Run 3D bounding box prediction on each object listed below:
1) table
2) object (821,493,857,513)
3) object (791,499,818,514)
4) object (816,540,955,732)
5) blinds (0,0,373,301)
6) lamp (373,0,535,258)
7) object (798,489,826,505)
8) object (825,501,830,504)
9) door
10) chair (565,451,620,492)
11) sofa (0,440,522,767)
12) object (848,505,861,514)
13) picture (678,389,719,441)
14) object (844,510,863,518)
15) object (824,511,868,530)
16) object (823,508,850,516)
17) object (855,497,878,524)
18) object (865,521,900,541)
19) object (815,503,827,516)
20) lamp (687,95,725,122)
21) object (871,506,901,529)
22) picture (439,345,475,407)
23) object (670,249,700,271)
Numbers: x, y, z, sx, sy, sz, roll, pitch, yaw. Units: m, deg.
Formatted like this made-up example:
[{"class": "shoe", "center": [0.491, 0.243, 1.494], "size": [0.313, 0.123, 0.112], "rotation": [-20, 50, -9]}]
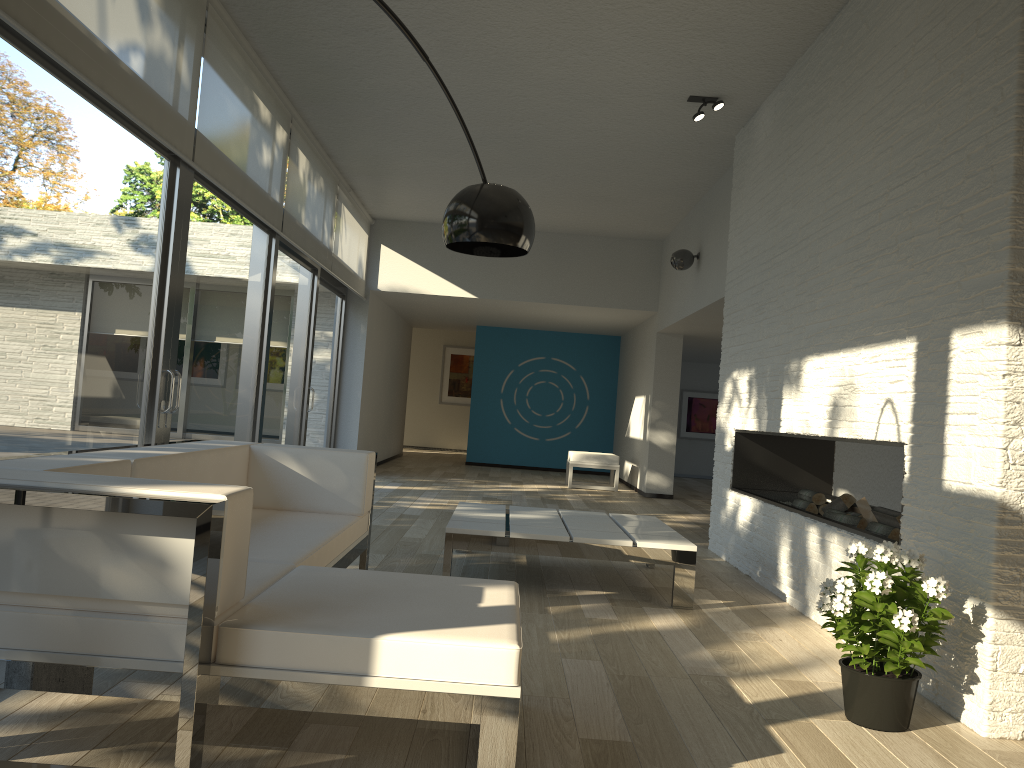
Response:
[{"class": "table", "center": [0.274, 0.910, 4.893], "size": [1.220, 0.305, 1.219], "rotation": [4, -2, 0]}, {"class": "object", "center": [1.767, 0.667, 4.797], "size": [0.093, 0.170, 0.271], "rotation": [4, -2, -2]}, {"class": "object", "center": [1.725, 0.726, 5.232], "size": [0.075, 0.074, 0.245], "rotation": [4, -2, -2]}, {"class": "object", "center": [1.176, 0.787, 2.815], "size": [0.405, 0.571, 0.430], "rotation": [3, -2, 22]}, {"class": "blinds", "center": [-1.682, -1.656, 4.777], "size": [0.056, 0.984, 11.523], "rotation": [4, -2, 0]}, {"class": "lamp", "center": [-0.596, -0.109, 2.120], "size": [0.282, 2.025, 1.752], "rotation": [2, -3, 42]}, {"class": "object", "center": [1.769, 0.665, 5.232], "size": [0.082, 0.073, 0.237], "rotation": [4, -2, -1]}, {"class": "object", "center": [1.877, 0.737, 5.229], "size": [0.082, 0.073, 0.237], "rotation": [4, -2, -1]}, {"class": "door", "center": [-0.994, -0.003, 6.555], "size": [19.440, 2.375, 22.936], "rotation": [4, -2, 0]}, {"class": "chair", "center": [1.015, 1.097, 11.251], "size": [0.611, 0.442, 0.610], "rotation": [4, -2, 0]}, {"class": "sofa", "center": [-0.752, 0.604, 3.081], "size": [1.545, 0.655, 2.403], "rotation": [4, -2, 0]}, {"class": "object", "center": [1.846, 0.677, 4.718], "size": [0.064, 0.060, 0.229], "rotation": [4, -2, 1]}, {"class": "picture", "center": [3.320, 0.541, 14.986], "size": [0.958, 0.829, 0.017], "rotation": [4, -3, 0]}, {"class": "object", "center": [1.801, 0.714, 4.682], "size": [0.076, 0.076, 0.236], "rotation": [4, -2, -2]}, {"class": "object", "center": [1.692, 0.701, 4.504], "size": [0.075, 0.074, 0.245], "rotation": [5, -2, -22]}, {"class": "object", "center": [1.728, 0.709, 4.695], "size": [0.075, 0.074, 0.245], "rotation": [4, -2, -2]}, {"class": "object", "center": [1.819, 0.665, 4.517], "size": [0.064, 0.165, 0.225], "rotation": [4, -2, -1]}, {"class": "object", "center": [1.731, 0.692, 4.126], "size": [0.075, 0.074, 0.245], "rotation": [4, -2, -2]}, {"class": "object", "center": [1.798, 0.731, 5.219], "size": [0.076, 0.076, 0.236], "rotation": [4, -2, -2]}, {"class": "lamp", "center": [1.283, -1.817, 5.870], "size": [0.234, 0.153, 0.135], "rotation": [4, -2, 0]}, {"class": "object", "center": [1.772, 0.629, 4.130], "size": [0.093, 0.088, 0.260], "rotation": [4, -2, -2]}, {"class": "picture", "center": [-0.737, -0.138, 17.753], "size": [1.378, 1.191, 0.017], "rotation": [4, -3, 0]}, {"class": "object", "center": [1.654, -1.169, 8.370], "size": [0.315, 0.203, 0.201], "rotation": [4, -2, 0]}]
